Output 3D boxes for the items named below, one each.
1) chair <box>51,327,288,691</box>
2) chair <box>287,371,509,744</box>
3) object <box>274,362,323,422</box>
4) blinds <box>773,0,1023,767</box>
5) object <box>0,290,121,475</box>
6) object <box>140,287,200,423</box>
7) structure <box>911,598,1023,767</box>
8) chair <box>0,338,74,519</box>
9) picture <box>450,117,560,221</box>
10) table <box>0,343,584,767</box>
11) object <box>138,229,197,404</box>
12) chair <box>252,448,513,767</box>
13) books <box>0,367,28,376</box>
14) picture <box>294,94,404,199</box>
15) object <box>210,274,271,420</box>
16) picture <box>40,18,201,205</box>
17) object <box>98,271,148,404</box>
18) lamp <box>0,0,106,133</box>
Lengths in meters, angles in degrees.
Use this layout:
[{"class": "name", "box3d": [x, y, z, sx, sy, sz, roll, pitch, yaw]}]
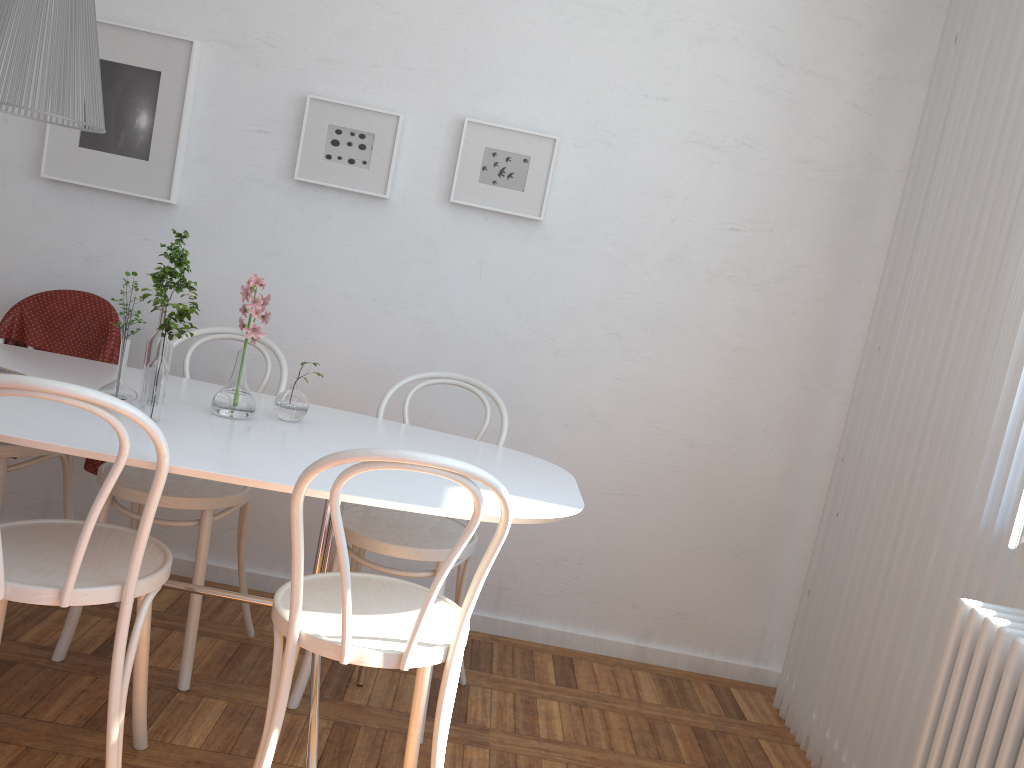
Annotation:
[{"class": "chair", "box3d": [-0.924, 0.306, 2.533, 0.448, 0.919, 0.519, 11, 7, -2]}, {"class": "chair", "box3d": [-0.280, 0.438, 2.517, 0.447, 0.919, 0.519, 12, 7, 3]}, {"class": "object", "box3d": [-0.545, 0.017, 2.251, 0.087, 0.151, 0.112, 14, 8, 21]}, {"class": "blinds", "box3d": [1.187, -0.257, 2.316, 0.055, 2.893, 1.035, 11, 7, -2]}, {"class": "object", "box3d": [-1.417, -0.006, 2.800, 0.491, 0.581, 0.200, 13, 7, 13]}, {"class": "object", "box3d": [-0.748, -0.061, 1.933, 0.098, 0.294, 0.146, 16, 8, 31]}, {"class": "structure", "box3d": [0.963, 0.809, 1.433, 0.224, 0.625, 0.970, 11, 7, -2]}, {"class": "chair", "box3d": [-1.490, 0.179, 2.633, 0.447, 0.919, 0.519, 12, 7, 8]}, {"class": "picture", "box3d": [-0.025, -0.703, 2.915, 0.312, 0.273, 0.047, 11, 7, -2]}, {"class": "table", "box3d": [-1.037, 0.406, 2.124, 2.289, 0.771, 0.929, 11, 7, -2]}, {"class": "object", "box3d": [-0.811, -0.155, 2.082, 0.111, 0.420, 0.106, 10, 8, -13]}, {"class": "chair", "box3d": [0.159, 0.572, 0.236, 0.448, 1.345, 3.684, 9, 7, -17]}, {"class": "books", "box3d": [-1.260, -0.028, 1.961, 0.204, 0.022, 0.278, 14, 7, 24]}, {"class": "picture", "box3d": [-0.532, -0.773, 2.900, 0.312, 0.273, 0.047, 11, 7, -2]}, {"class": "object", "box3d": [-0.648, -0.093, 2.143, 0.108, 0.349, 0.110, 7, 9, -33]}, {"class": "picture", "box3d": [-1.269, -0.889, 2.876, 0.431, 0.525, 0.050, 11, 7, -2]}, {"class": "object", "box3d": [-0.880, -0.105, 2.023, 0.084, 0.309, 0.084, 18, 10, 43]}, {"class": "lamp", "box3d": [-0.908, -1.319, 1.859, 0.292, 1.500, 0.293, 18, 10, 43]}]
